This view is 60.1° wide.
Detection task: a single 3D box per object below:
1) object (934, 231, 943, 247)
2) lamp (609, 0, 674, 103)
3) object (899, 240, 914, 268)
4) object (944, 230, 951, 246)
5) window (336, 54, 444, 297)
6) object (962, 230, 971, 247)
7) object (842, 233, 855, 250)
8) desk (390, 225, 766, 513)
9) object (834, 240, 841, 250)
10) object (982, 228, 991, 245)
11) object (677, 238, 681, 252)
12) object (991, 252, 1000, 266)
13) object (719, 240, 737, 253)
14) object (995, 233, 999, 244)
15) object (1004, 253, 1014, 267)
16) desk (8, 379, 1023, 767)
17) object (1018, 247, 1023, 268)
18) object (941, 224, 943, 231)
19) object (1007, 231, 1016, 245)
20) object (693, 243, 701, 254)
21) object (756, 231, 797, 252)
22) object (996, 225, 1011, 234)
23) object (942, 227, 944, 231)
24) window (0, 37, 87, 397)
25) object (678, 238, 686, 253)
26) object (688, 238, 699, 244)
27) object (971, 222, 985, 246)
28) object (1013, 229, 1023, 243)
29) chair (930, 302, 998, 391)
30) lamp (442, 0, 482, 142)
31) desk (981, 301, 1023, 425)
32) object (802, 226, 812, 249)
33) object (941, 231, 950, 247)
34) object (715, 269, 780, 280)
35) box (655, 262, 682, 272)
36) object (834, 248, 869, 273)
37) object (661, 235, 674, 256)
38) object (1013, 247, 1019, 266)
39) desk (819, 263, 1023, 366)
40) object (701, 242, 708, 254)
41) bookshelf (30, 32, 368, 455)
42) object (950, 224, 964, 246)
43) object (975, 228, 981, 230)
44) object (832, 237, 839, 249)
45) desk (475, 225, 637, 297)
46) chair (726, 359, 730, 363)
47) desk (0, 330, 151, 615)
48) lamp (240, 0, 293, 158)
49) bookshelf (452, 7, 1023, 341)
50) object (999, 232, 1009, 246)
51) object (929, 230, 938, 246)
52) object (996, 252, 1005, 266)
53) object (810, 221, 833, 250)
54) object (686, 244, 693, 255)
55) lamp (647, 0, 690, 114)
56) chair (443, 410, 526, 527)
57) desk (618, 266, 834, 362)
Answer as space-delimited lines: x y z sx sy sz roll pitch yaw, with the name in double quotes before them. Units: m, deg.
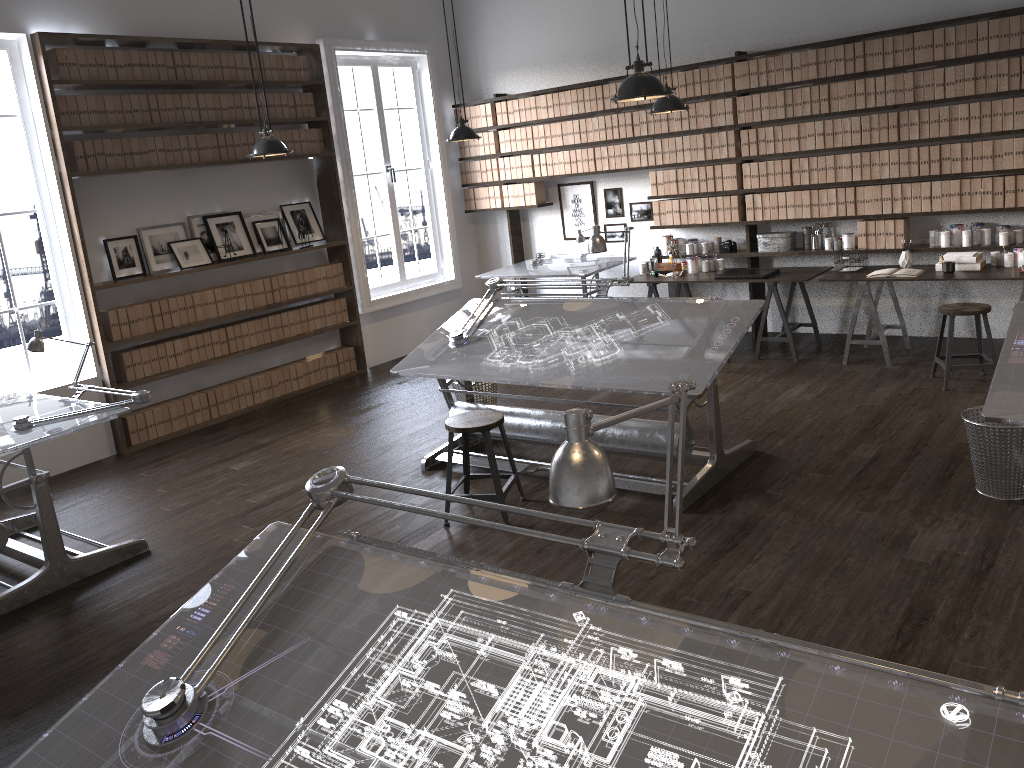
"object" 3.269 -1.110 6.779 0.063 0.117 0.063 -9 12 -10
"lamp" 0.500 -2.464 4.064 0.314 2.230 0.312 -13 13 -30
"object" 3.030 -1.001 6.814 0.101 0.207 0.102 -8 12 -6
"object" 3.323 -1.112 6.760 0.045 0.126 0.045 3 15 38
"window" -1.224 -2.051 8.756 0.153 2.286 1.256 2 15 37
"object" 3.403 -1.087 6.626 0.062 0.118 0.062 -5 12 7
"object" 2.737 -1.157 7.202 0.095 0.127 0.095 6 17 44
"desk" 0.294 -0.223 5.253 2.283 1.373 1.086 4 16 37
"object" 2.706 -1.156 7.279 0.182 0.092 0.062 -17 16 -37
"object" 3.538 -1.098 6.608 0.062 0.118 0.062 -5 12 7
"object" 1.559 -1.290 8.226 0.072 0.128 0.072 -7 12 -4
"object" 3.524 -0.915 6.459 0.062 0.093 0.062 -9 12 -10
"object" 1.902 -1.216 7.834 0.171 0.107 0.092 4 16 37
"object" 3.609 -1.072 6.558 0.054 0.080 0.055 0 14 28
"object" 3.550 -0.884 6.326 0.062 0.093 0.062 -7 12 -2
"desk" 0.003 0.735 1.558 2.071 1.373 1.086 4 16 37
"object" 3.627 -0.892 6.245 0.105 0.140 0.105 6 17 45
"object" 3.324 -1.152 6.820 0.041 0.167 0.009 4 15 41
"object" 3.659 -1.071 6.488 0.063 0.094 0.063 -11 13 -19
"object" 1.674 -1.222 7.999 0.062 0.092 0.064 -1 13 24
"object" 2.270 -1.219 7.593 0.317 0.151 0.194 4 17 37
"object" 3.669 -1.116 6.609 0.094 0.128 0.096 -1 14 25
"object" 3.338 -1.147 6.833 0.035 0.129 0.004 5 16 45
"window" -3.693 -1.016 5.780 0.153 2.472 1.496 2 15 37
"object" 1.564 -1.271 8.148 0.070 0.129 0.071 -9 12 -13
"object" 1.665 -1.265 8.121 0.094 0.127 0.095 -11 13 -21
"object" 3.499 -1.126 6.673 0.094 0.160 0.207 3 16 39
"object" 3.723 -1.085 6.514 0.062 0.095 0.062 -11 13 -19
"chair" 3.032 -0.257 5.930 0.371 0.523 0.362 -4 12 12
"lamp" -0.537 -3.178 7.385 0.310 2.230 0.316 -3 12 18
"desk" 2.952 -0.015 3.213 2.071 1.373 1.086 4 16 37
"object" 2.507 -1.238 7.515 0.079 0.186 0.079 -3 12 17
"object" 3.286 -1.095 6.712 0.062 0.118 0.062 -7 12 -2
"object" 1.931 -0.901 7.269 0.446 0.033 0.315 4 18 37
"box" 1.405 -1.040 7.940 0.212 0.082 0.139 4 17 37
"object" 2.665 -0.969 6.949 0.204 0.159 0.287 4 17 37
"object" 1.435 -1.275 8.150 0.107 0.175 0.108 3 16 39
"object" 3.654 -0.917 6.358 0.095 0.127 0.095 2 15 34
"desk" 3.221 -0.501 6.518 1.670 0.663 0.662 4 16 37
"object" 1.737 -1.225 7.978 0.062 0.093 0.062 -1 13 24
"bookshelf" -2.405 -0.908 7.389 0.413 3.686 2.496 2 15 37
"object" 3.390 -1.132 6.743 0.095 0.160 0.095 2 14 34
"object" 3.502 -1.107 6.658 0.045 0.126 0.044 -14 14 -33
"object" 2.682 -1.166 7.317 0.062 0.092 0.064 -6 12 1
"desk" 0.483 -0.914 8.521 1.270 1.087 1.081 4 16 37
"chair" 1.509 -0.398 7.185 0.361 0.523 0.372 -18 16 -42
"desk" -2.603 0.360 4.649 1.270 1.177 1.182 3 16 37
"lamp" -1.771 -2.642 5.807 0.310 2.230 0.316 -3 12 18
"bookshelf" 3.295 -1.166 6.881 9.189 3.175 0.377 4 16 37
"object" 3.595 -1.060 6.471 0.062 0.095 0.062 -11 13 -19
"object" 3.261 -1.126 6.844 0.062 0.118 0.062 -9 12 -10
"object" 3.532 -0.899 6.393 0.063 0.092 0.063 -9 12 -10
"object" 2.567 -1.255 7.360 0.181 0.269 0.158 -2 13 22
"object" 1.610 -1.223 8.030 0.062 0.093 0.062 -1 13 24
"lamp" 1.010 -3.058 6.203 0.310 2.230 0.316 -3 12 18
"chair" -0.165 0.433 4.629 0.358 0.523 0.376 -3 13 16
"desk" 1.822 -0.610 7.592 1.670 0.663 0.662 4 16 37
